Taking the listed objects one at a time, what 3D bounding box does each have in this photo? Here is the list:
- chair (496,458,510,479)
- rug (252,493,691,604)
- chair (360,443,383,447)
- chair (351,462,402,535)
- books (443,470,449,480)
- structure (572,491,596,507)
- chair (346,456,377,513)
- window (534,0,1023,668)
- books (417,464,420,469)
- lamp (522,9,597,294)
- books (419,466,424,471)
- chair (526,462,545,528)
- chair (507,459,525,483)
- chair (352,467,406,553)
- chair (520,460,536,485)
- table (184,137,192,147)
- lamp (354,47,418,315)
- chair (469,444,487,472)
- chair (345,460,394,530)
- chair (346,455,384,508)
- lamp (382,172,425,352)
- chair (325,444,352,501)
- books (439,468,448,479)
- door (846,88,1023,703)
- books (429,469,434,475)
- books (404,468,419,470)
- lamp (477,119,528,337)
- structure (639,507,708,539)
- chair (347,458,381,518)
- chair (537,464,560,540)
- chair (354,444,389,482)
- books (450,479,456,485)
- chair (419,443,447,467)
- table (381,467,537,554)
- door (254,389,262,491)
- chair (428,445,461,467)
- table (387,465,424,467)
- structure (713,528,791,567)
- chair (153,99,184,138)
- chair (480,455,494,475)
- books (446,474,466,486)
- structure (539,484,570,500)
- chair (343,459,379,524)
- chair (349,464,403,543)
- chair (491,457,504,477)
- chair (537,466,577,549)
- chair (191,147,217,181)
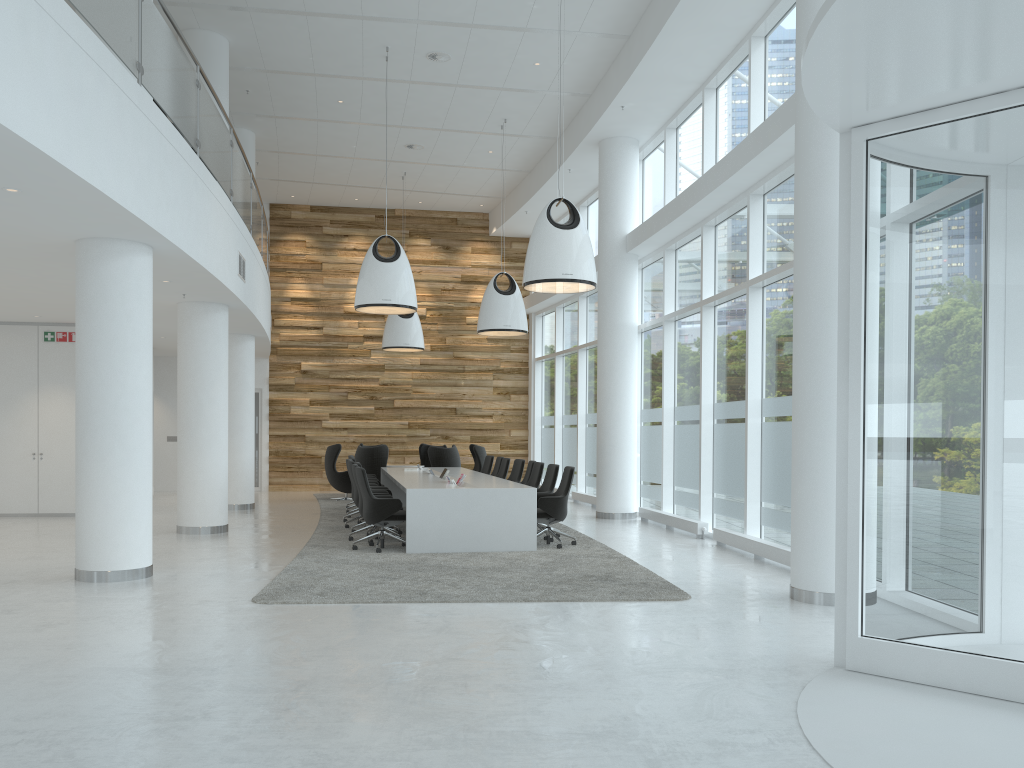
[{"bbox_3d":[-0.336,1.702,14.620,0.674,0.966,0.685,0,-1,-11],"label":"chair"},{"bbox_3d":[-1.286,2.127,13.620,3.939,0.010,13.459,1,-3,-10],"label":"rug"},{"bbox_3d":[-2.968,1.859,19.222,0.917,1.153,0.914,0,-1,39],"label":"chair"},{"bbox_3d":[-1.828,1.542,11.989,0.674,0.966,0.685,0,-1,-11],"label":"chair"},{"bbox_3d":[-1.050,1.421,13.525,0.158,0.241,0.352,0,-2,-11],"label":"books"},{"bbox_3d":[1.572,2.220,16.737,0.150,0.213,2.691,0,-3,-12],"label":"structure"},{"bbox_3d":[-2.467,1.713,15.025,0.674,0.966,0.685,0,-1,-11],"label":"chair"},{"bbox_3d":[-18.630,-1.004,14.475,62.899,6.142,30.849,-1,-4,29],"label":"window"},{"bbox_3d":[-1.624,1.558,15.893,0.153,0.241,0.182,0,-1,-11],"label":"books"},{"bbox_3d":[0.572,-2.954,10.428,0.884,3.648,0.884,1,1,35],"label":"lamp"},{"bbox_3d":[-1.555,1.547,15.562,0.139,0.223,0.162,0,-1,-11],"label":"books"},{"bbox_3d":[0.138,1.577,12.387,0.674,0.966,0.685,0,-1,-11],"label":"chair"},{"bbox_3d":[-0.114,1.663,13.913,0.674,0.966,0.685,1,-1,-16],"label":"chair"},{"bbox_3d":[-1.518,1.449,10.328,0.674,0.966,0.685,1,-1,-16],"label":"chair"},{"bbox_3d":[0.055,1.620,13.146,0.674,0.966,0.685,0,-1,-6],"label":"chair"},{"bbox_3d":[-4.016,-2.452,10.134,0.799,0.754,0.800,1,-2,-21],"label":"table"},{"bbox_3d":[-1.757,-2.853,12.430,0.884,3.648,0.884,1,1,34],"label":"lamp"},{"bbox_3d":[-0.985,1.835,18.601,0.917,1.153,0.914,1,-1,-21],"label":"chair"},{"bbox_3d":[-2.049,1.581,12.696,0.674,0.966,0.685,1,-1,-16],"label":"chair"},{"bbox_3d":[-2.618,1.758,15.824,0.674,0.966,0.685,0,-1,-6],"label":"chair"},{"bbox_3d":[-2.233,-2.521,18.270,0.884,3.648,0.884,1,1,28],"label":"lamp"},{"bbox_3d":[-3.357,1.793,18.116,0.917,1.153,0.914,1,-1,-21],"label":"chair"},{"bbox_3d":[-1.062,1.401,13.503,0.139,0.229,0.357,0,-2,-11],"label":"books"},{"bbox_3d":[3.466,0.021,3.710,2.996,3.111,2.998,0,-1,-1],"label":"door"},{"bbox_3d":[-1.224,1.441,13.834,0.153,0.238,0.190,0,-1,-11],"label":"books"},{"bbox_3d":[-1.729,1.465,15.252,0.224,0.026,0.264,0,-3,-1],"label":"books"},{"bbox_3d":[-0.153,-2.684,15.203,0.884,3.648,0.884,1,1,32],"label":"lamp"},{"bbox_3d":[2.310,2.003,12.878,0.150,0.213,2.691,0,-3,-9],"label":"structure"},{"bbox_3d":[-2.301,1.668,14.222,0.674,0.966,0.685,0,-1,-11],"label":"chair"},{"bbox_3d":[0.303,1.532,11.585,0.674,0.966,0.685,0,-1,-11],"label":"chair"},{"bbox_3d":[-2.611,1.748,17.253,0.914,1.153,0.918,0,-1,9],"label":"chair"},{"bbox_3d":[-0.701,1.300,11.108,0.143,0.226,0.203,0,-1,-12],"label":"books"},{"bbox_3d":[-1.824,1.879,19.446,0.914,1.153,0.918,0,-1,9],"label":"chair"},{"bbox_3d":[-1.069,1.741,13.312,1.500,0.739,6.562,1,-3,-11],"label":"table"},{"bbox_3d":[-6.730,1.298,20.642,1.805,2.402,0.132,0,1,-9],"label":"door"},{"bbox_3d":[-1.444,1.766,17.450,0.917,1.153,0.914,0,-1,39],"label":"chair"},{"bbox_3d":[-2.216,2.035,18.330,0.799,0.696,0.800,0,-2,14],"label":"table"},{"bbox_3d":[2.732,1.825,9.730,0.150,0.213,2.691,0,-3,-6],"label":"structure"},{"bbox_3d":[-3.926,-2.703,9.306,0.914,1.153,0.917,1,-1,-20],"label":"chair"},{"bbox_3d":[-0.645,1.796,16.282,0.674,0.966,0.685,1,-1,-16],"label":"chair"},{"bbox_3d":[-0.733,1.319,11.606,0.230,0.275,0.597,0,-3,9],"label":"books"},{"bbox_3d":[0.819,2.392,19.807,0.150,0.213,2.691,1,-3,-15],"label":"structure"},{"bbox_3d":[-2.218,1.624,13.463,0.674,0.966,0.685,0,-1,-6],"label":"chair"},{"bbox_3d":[-1.717,1.496,11.181,0.674,0.966,0.685,0,-1,-11],"label":"chair"},{"bbox_3d":[-0.446,1.748,15.428,0.674,0.966,0.685,0,-1,-11],"label":"chair"},{"bbox_3d":[0.455,1.487,10.785,0.674,0.966,0.685,0,-1,-6],"label":"chair"},{"bbox_3d":[-4.142,-2.607,11.002,0.914,1.153,0.917,1,-1,-17],"label":"chair"}]
